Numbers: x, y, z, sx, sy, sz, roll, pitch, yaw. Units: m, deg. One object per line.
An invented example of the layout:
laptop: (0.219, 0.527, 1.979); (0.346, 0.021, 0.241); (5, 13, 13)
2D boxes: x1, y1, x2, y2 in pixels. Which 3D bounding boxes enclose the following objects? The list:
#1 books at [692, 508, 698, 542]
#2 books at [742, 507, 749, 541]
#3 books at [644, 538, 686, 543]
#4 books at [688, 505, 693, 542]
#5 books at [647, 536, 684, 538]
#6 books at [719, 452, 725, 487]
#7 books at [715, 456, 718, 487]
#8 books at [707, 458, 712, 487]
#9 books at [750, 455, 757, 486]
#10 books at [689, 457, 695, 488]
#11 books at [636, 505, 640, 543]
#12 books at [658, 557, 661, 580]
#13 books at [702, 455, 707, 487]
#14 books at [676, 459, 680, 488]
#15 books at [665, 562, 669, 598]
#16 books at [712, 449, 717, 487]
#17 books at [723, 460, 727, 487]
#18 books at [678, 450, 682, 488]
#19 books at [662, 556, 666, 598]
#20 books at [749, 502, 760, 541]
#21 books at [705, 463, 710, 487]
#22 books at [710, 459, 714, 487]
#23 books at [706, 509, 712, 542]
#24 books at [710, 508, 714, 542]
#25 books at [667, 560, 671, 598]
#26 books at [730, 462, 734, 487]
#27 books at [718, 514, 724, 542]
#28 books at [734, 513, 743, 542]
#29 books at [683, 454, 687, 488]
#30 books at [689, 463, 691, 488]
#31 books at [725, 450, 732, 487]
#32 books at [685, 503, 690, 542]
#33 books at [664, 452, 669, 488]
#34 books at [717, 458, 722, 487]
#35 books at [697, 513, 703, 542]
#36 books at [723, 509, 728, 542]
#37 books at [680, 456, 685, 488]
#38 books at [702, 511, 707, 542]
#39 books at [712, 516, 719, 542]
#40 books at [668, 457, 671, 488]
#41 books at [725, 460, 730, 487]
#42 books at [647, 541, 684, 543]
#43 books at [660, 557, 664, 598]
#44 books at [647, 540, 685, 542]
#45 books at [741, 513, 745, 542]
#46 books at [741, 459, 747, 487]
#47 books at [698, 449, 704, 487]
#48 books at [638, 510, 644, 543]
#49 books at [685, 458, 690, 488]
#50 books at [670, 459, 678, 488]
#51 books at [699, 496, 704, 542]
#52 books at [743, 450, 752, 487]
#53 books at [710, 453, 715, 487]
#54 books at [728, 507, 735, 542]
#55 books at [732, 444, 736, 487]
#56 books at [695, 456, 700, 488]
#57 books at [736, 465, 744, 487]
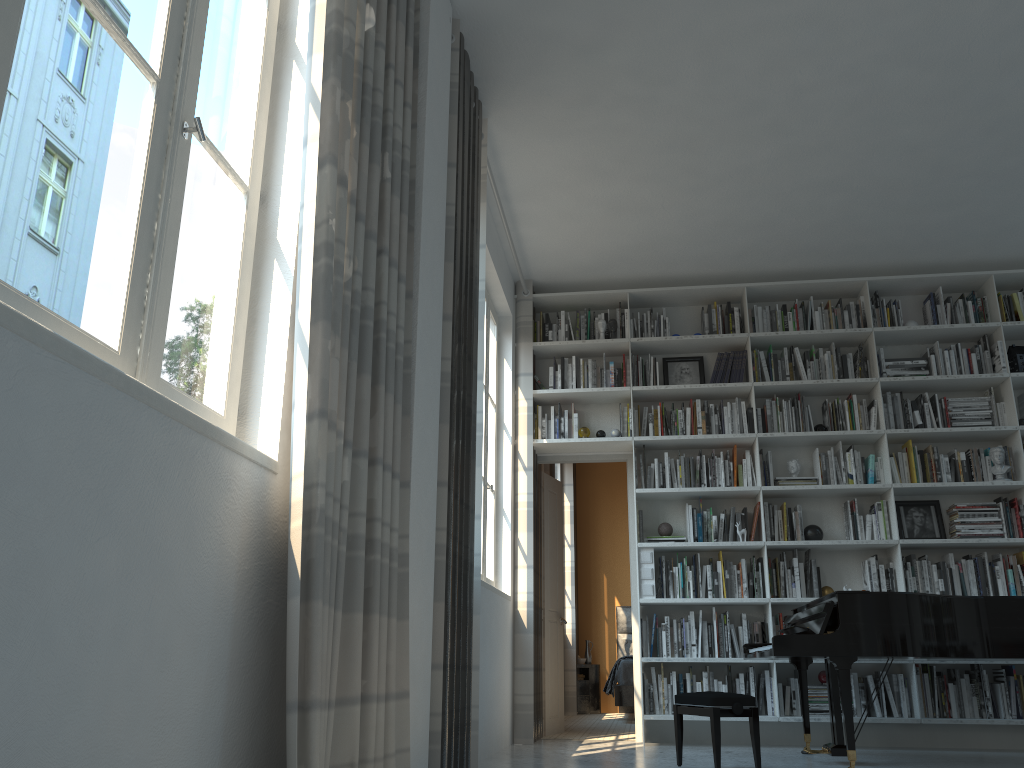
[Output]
books: (1.263, 0.997, 6.144); (0.031, 0.254, 0.144); (-2, -18, 8)
books: (1.605, 0.985, 6.094); (0.021, 0.250, 0.154); (-2, -18, 8)
books: (1.062, 1.084, 6.141); (0.285, 0.012, 0.160); (-3, -18, 11)
books: (1.235, 0.988, 6.143); (0.024, 0.272, 0.151); (-2, -18, 8)
books: (1.063, 1.075, 6.151); (0.254, 0.012, 0.161); (-2, -18, 9)
books: (1.473, 0.627, 6.215); (0.015, 0.274, 0.157); (-2, -18, 8)
books: (1.435, 0.645, 6.235); (0.011, 0.251, 0.139); (-2, -18, 8)
books: (1.385, 0.652, 6.222); (0.013, 0.228, 0.177); (-2, -18, 8)
books: (1.682, 0.633, 6.202); (0.036, 0.256, 0.123); (-2, -18, 8)
books: (1.267, 0.651, 6.243); (0.023, 0.241, 0.185); (-2, -18, 8)
books: (0.882, 0.999, 6.204); (0.012, 0.284, 0.160); (-2, -18, 8)
books: (1.013, 1.342, 6.078); (0.008, 0.284, 0.160); (-2, -18, 8)
books: (1.350, 0.645, 6.244); (0.021, 0.255, 0.156); (-2, -18, 8)
books: (1.173, 0.661, 6.255); (0.014, 0.229, 0.149); (-2, -18, 8)
books: (1.058, 1.353, 6.067); (0.022, 0.256, 0.142); (-2, -18, 8)
books: (1.425, 0.622, 6.249); (0.011, 0.303, 0.130); (-2, -18, 8)
books: (1.488, 0.658, 6.218); (0.012, 0.216, 0.160); (-2, -18, 8)
books: (1.185, 0.630, 6.261); (0.011, 0.292, 0.184); (-2, -18, 8)
books: (1.039, 1.334, 6.067); (0.014, 0.293, 0.172); (-2, -18, 8)
books: (1.651, 0.960, 6.053); (0.082, 0.275, 0.229); (-2, -18, 8)
books: (1.370, 0.669, 6.234); (0.021, 0.204, 0.130); (-2, -18, 8)
books: (1.400, 0.656, 6.231); (0.013, 0.227, 0.152); (-2, -18, 8)
books: (1.360, 0.998, 6.133); (0.022, 0.248, 0.129); (-2, -18, 8)
books: (1.374, 0.991, 6.114); (0.011, 0.249, 0.172); (-2, -18, 8)
books: (1.070, 1.344, 6.047); (0.007, 0.263, 0.177); (-2, -18, 8)
books: (1.534, 0.661, 6.204); (0.013, 0.202, 0.162); (-2, -18, 8)
books: (1.439, 1.012, 6.120); (0.056, 0.213, 0.143); (-2, -18, 8)
books: (1.551, 1.004, 6.082); (0.030, 0.207, 0.173); (-2, -18, 8)
books: (1.218, 0.642, 6.262); (0.011, 0.270, 0.158); (-2, -18, 8)
books: (1.253, 0.676, 6.257); (0.010, 0.203, 0.139); (-2, -18, 8)
books: (1.523, 0.623, 6.233); (0.015, 0.291, 0.144); (-2, -18, 8)
books: (1.217, 0.983, 6.148); (0.012, 0.284, 0.160); (-2, -18, 8)
books: (1.095, 0.641, 6.277); (0.023, 0.280, 0.174); (-2, -18, 8)
books: (1.456, 0.652, 6.240); (0.028, 0.241, 0.132); (-2, -18, 8)
books: (1.289, 1.010, 6.105); (0.029, 0.207, 0.190); (-2, -18, 8)
books: (1.473, 0.998, 6.119); (0.013, 0.241, 0.142); (-2, -18, 8)
books: (1.199, 0.649, 6.244); (0.021, 0.246, 0.189); (-2, -18, 8)
books: (1.334, 1.009, 6.140); (0.030, 0.230, 0.148); (-2, -18, 8)
books: (1.392, 1.015, 6.090); (0.029, 0.189, 0.189); (-2, -18, 8)
books: (1.111, 0.654, 6.261); (0.011, 0.245, 0.177); (-2, -18, 8)
books: (1.504, 0.657, 6.220); (0.021, 0.220, 0.149); (-2, -18, 8)
books: (1.063, 1.109, 6.140); (0.254, 0.012, 0.161); (-2, -18, 9)
books: (1.025, 1.339, 6.075); (0.016, 0.288, 0.153); (-2, -18, 8)
books: (1.062, 1.096, 6.140); (0.254, 0.012, 0.161); (-1, -18, 5)
books: (1.581, 1.005, 6.088); (0.027, 0.209, 0.144); (-2, -18, 8)
books: (1.621, 0.649, 6.199); (0.031, 0.222, 0.145); (-2, -18, 8)
books: (1.332, 0.622, 6.243); (0.013, 0.298, 0.152); (-2, -18, 8)
books: (0.900, 1.015, 6.186); (0.028, 0.242, 0.157); (-2, -18, 8)
books: (1.233, 0.653, 6.239); (0.024, 0.236, 0.167); (-2, -18, 8)
books: (1.144, 0.662, 6.279); (0.049, 0.242, 0.139); (-2, -18, 8)
books: (1.314, 0.958, 6.153); (0.011, 0.334, 0.154); (-2, -18, 8)
books: (1.651, 0.620, 6.209); (0.027, 0.285, 0.148); (-2, -18, 8)
books: (1.412, 0.633, 6.231); (0.012, 0.271, 0.146); (-2, -18, 8)
books: (1.507, 0.985, 6.102); (0.060, 0.254, 0.159); (-2, -18, 8)
books: (1.559, 0.602, 6.220); (0.035, 0.324, 0.170); (-2, -18, 8)
books: (1.304, 0.649, 6.257); (0.048, 0.255, 0.142); (-2, -18, 8)
books: (1.591, 0.670, 6.197); (0.030, 0.183, 0.152); (-2, -18, 8)
